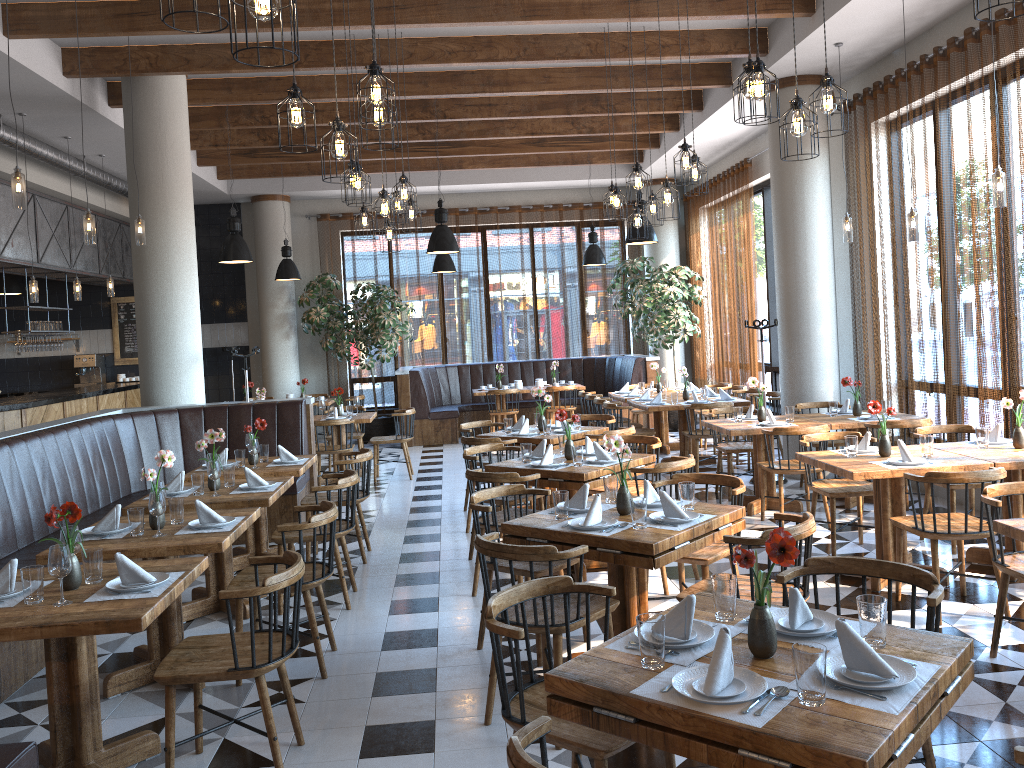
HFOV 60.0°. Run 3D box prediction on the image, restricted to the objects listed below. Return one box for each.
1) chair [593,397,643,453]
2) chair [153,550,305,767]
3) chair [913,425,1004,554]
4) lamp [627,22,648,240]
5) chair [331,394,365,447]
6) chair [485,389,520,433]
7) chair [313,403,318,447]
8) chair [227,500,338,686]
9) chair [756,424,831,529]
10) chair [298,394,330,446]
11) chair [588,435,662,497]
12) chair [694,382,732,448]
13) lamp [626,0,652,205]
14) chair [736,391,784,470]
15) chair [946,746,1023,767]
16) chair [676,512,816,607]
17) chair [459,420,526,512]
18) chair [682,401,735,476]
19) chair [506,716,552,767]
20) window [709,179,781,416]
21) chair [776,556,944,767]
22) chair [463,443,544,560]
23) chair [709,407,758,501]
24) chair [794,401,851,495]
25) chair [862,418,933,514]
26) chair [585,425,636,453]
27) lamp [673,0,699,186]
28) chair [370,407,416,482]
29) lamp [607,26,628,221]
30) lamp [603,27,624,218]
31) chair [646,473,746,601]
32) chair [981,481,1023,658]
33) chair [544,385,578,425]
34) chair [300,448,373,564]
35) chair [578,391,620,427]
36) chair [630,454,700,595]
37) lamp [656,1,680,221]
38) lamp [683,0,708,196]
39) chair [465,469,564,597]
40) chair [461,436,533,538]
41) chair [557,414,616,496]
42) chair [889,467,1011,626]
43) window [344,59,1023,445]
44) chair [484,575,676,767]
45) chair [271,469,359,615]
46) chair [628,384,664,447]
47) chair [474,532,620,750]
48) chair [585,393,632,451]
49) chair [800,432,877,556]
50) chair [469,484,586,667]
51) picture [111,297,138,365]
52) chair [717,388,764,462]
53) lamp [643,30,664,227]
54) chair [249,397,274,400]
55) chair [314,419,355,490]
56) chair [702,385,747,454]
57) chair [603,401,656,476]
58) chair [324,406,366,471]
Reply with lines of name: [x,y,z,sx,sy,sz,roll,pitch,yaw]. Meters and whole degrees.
chair: [1.265,0.566,10.532,0.550,0.816,0.520,-3,2,-4]
chair: [-1.080,1.123,3.494,0.550,0.816,0.520,-3,2,-4]
chair: [3.171,0.727,6.270,0.519,0.816,0.550,-3,2,-4]
lamp: [1.116,-2.374,8.190,0.175,2.069,0.175,-3,1,-18]
chair: [-2.483,0.588,13.414,0.550,0.816,0.520,-3,2,-4]
chair: [-0.122,0.475,13.222,0.519,0.816,0.550,-3,2,-4]
chair: [-3.037,0.660,12.726,0.519,0.816,0.550,-3,2,-4]
chair: [-1.161,1.060,4.592,0.550,0.816,0.520,-3,2,-4]
chair: [2.264,0.724,7.103,0.519,0.816,0.550,-3,2,-4]
chair: [-3.132,0.585,14.022,0.519,0.816,0.550,-3,2,-4]
chair: [0.849,0.827,6.646,0.519,0.816,0.551,-2,2,41]
chair: [2.679,0.409,11.872,0.550,0.816,0.520,-3,2,-4]
lamp: [0.911,-2.403,6.703,0.175,2.069,0.175,-3,1,-18]
chair: [2.816,0.515,10.020,0.550,0.816,0.520,-3,2,-4]
chair: [1.193,1.094,1.997,0.549,0.816,0.520,-1,2,41]
chair: [1.053,0.986,3.882,0.549,0.816,0.520,-1,2,41]
chair: [-0.192,0.776,8.374,0.549,0.816,0.520,-1,2,41]
chair: [2.093,0.589,9.440,0.519,0.816,0.550,-3,2,-4]
chair: [0.295,1.147,1.909,0.519,0.816,0.551,-2,2,41]
window: [3.480,-1.201,12.238,0.365,3.162,4.972,-3,3,-4]
chair: [1.125,1.042,2.906,0.519,0.816,0.551,-2,2,41]
chair: [-0.059,0.879,6.580,0.549,0.816,0.520,-1,2,41]
chair: [2.168,0.649,8.404,0.519,0.816,0.550,-3,2,-4]
chair: [3.008,0.601,8.466,0.519,0.816,0.550,-3,2,-4]
chair: [3.104,0.676,7.164,0.519,0.816,0.550,-3,2,-4]
chair: [0.783,0.776,7.531,0.549,0.816,0.520,-1,2,41]
lamp: [1.236,-2.509,6.518,0.175,2.069,0.175,-3,1,15]
chair: [-1.399,0.710,10.496,0.550,0.816,0.520,-3,2,-4]
lamp: [0.915,-2.532,8.089,0.175,2.069,0.175,-4,1,-29]
lamp: [0.900,-2.600,8.296,0.175,2.069,0.175,-3,1,-18]
chair: [0.986,0.934,4.791,0.519,0.816,0.551,-2,2,41]
chair: [2.489,0.899,4.059,0.519,0.816,0.550,-3,2,-4]
chair: [0.733,0.425,13.285,0.519,0.816,0.550,-3,2,-4]
chair: [-1.324,0.934,6.790,0.550,0.816,0.520,-3,2,-4]
chair: [1.175,0.496,11.756,0.550,0.816,0.520,-3,2,-4]
chair: [0.916,0.879,5.737,0.549,0.816,0.520,-1,2,41]
lamp: [1.138,-2.285,6.726,0.175,2.069,0.175,-3,1,15]
lamp: [1.343,-2.469,6.699,0.175,2.069,0.175,-3,1,4]
chair: [0.008,0.932,5.671,0.519,0.816,0.551,-2,2,41]
chair: [-0.125,0.828,7.465,0.519,0.816,0.551,-2,2,41]
chair: [0.716,0.724,8.441,0.519,0.816,0.551,-2,2,41]
chair: [2.426,0.850,4.907,0.519,0.816,0.550,-3,2,-4]
window: [2.616,-1.004,9.766,4.497,3.162,15.134,-4,4,-27]
chair: [0.218,1.094,2.839,0.549,0.816,0.520,-1,2,41]
chair: [-1.242,0.997,5.691,0.550,0.816,0.520,-3,2,-4]
chair: [1.880,0.424,12.320,0.519,0.816,0.550,-3,2,-4]
chair: [0.145,1.038,3.816,0.519,0.816,0.551,-2,2,41]
chair: [1.217,0.529,11.181,0.550,0.816,0.520,-3,2,-4]
chair: [2.330,0.775,6.209,0.519,0.816,0.550,-3,2,-4]
chair: [0.078,0.986,4.725,0.549,0.816,0.520,-1,2,41]
picture: [-6.207,-0.906,14.897,0.980,1.141,0.021,-3,1,-4]
chair: [2.771,0.480,10.630,0.550,0.816,0.520,-3,2,-4]
lamp: [1.282,-2.522,8.325,0.175,2.069,0.175,-2,1,38]
chair: [-3.988,0.635,13.960,0.519,0.816,0.550,-3,2,-4]
chair: [-1.982,0.784,9.800,0.519,0.816,0.550,-3,2,-4]
chair: [2.723,0.443,11.278,0.550,0.816,0.520,-3,2,-4]
chair: [1.312,0.602,9.904,0.550,0.816,0.520,-3,2,-4]
chair: [-2.080,0.707,11.125,0.519,0.816,0.550,-3,2,-4]
